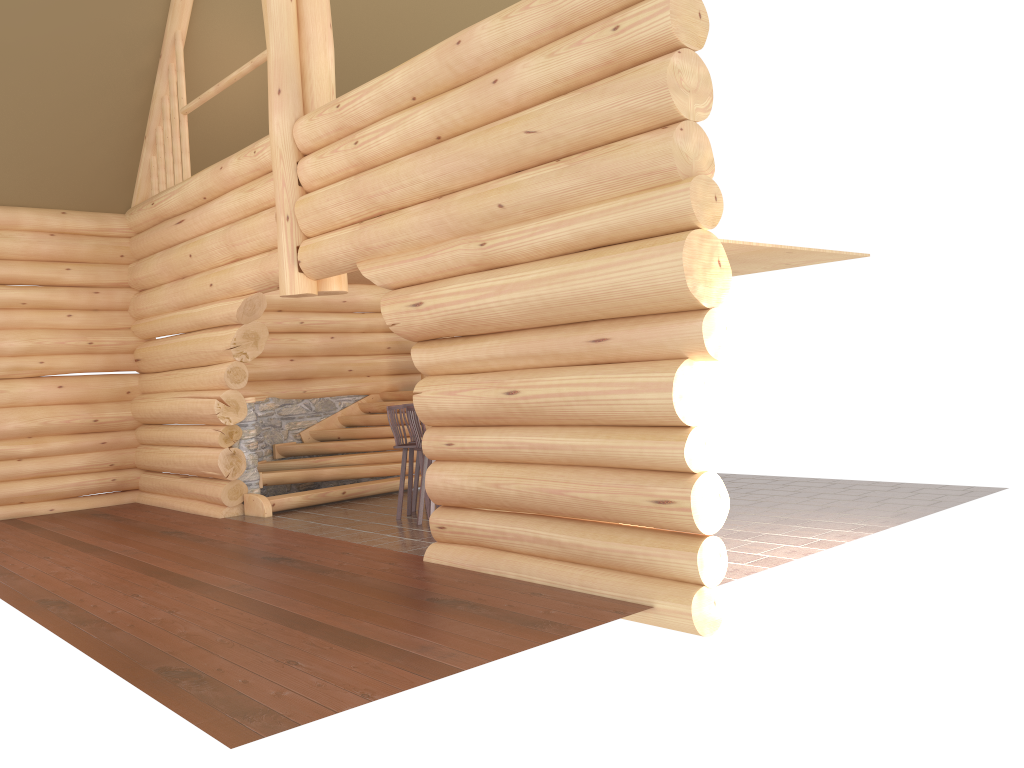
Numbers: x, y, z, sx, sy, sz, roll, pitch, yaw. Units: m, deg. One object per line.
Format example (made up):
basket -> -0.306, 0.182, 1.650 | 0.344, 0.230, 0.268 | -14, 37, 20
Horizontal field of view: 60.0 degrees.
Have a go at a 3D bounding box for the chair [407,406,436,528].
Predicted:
chair -> -0.837, 0.888, 9.774 | 0.504, 1.319, 0.406 | -4, 1, -31

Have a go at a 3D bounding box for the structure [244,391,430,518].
structure -> -2.621, 0.810, 13.041 | 1.951, 1.643, 3.604 | -3, 1, 43

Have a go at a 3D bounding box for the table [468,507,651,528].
table -> 0.495, 0.843, 9.692 | 1.196, 1.257, 3.220 | -4, 1, -41

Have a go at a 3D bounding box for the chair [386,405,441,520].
chair -> -1.144, 0.901, 10.388 | 0.504, 1.319, 0.406 | -3, 0, 17

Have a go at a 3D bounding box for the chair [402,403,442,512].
chair -> -1.018, 0.890, 10.893 | 0.504, 1.319, 0.406 | -3, 1, 29
